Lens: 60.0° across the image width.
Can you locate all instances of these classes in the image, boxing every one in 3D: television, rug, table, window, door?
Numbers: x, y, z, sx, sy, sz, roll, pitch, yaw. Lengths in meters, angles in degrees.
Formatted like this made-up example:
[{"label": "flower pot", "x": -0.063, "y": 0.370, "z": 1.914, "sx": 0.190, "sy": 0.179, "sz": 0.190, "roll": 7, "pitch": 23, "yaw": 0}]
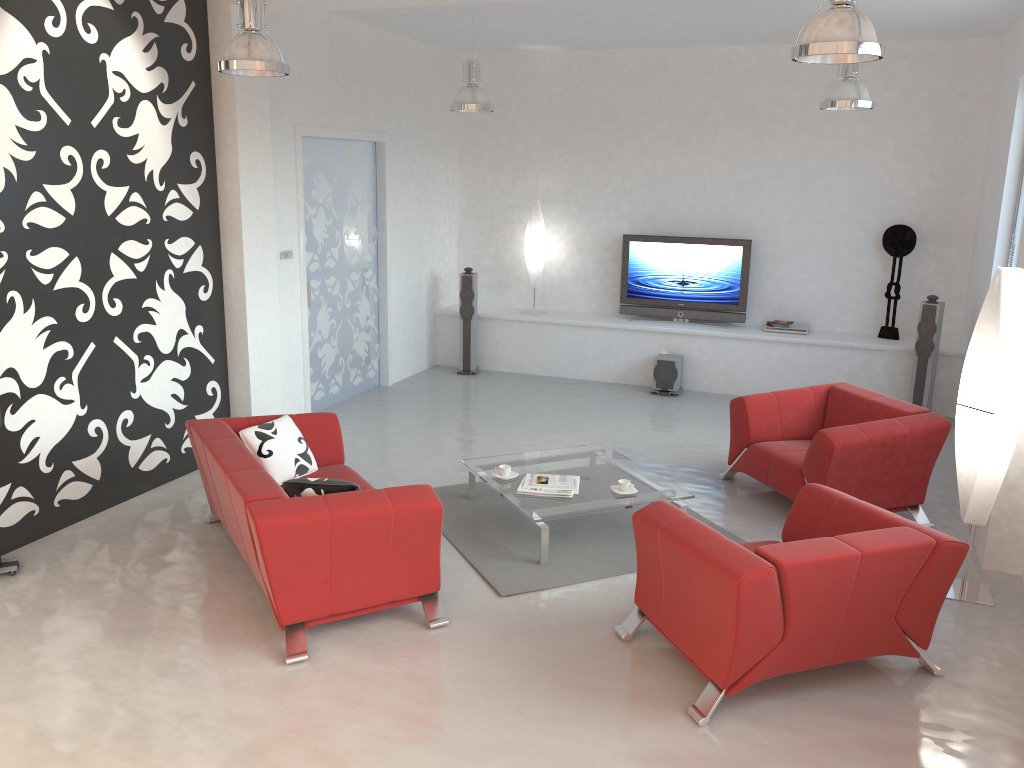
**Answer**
[{"label": "television", "x": 1.840, "y": -1.114, "z": 9.522, "sx": 1.356, "sy": 0.919, "sz": 0.343, "roll": 6, "pitch": 14, "yaw": 20}, {"label": "rug", "x": 0.372, "y": 0.882, "z": 5.811, "sx": 1.700, "sy": 0.025, "sz": 1.700, "roll": -5, "pitch": 15, "yaw": -24}, {"label": "table", "x": 0.386, "y": 0.739, "z": 5.781, "sx": 1.097, "sy": 0.286, "sz": 1.162, "roll": -5, "pitch": 15, "yaw": -24}, {"label": "window", "x": 3.684, "y": -1.262, "z": 6.028, "sx": 0.100, "sy": 1.800, "sz": 2.400, "roll": 6, "pitch": 14, "yaw": 20}, {"label": "door", "x": -1.631, "y": -1.076, "z": 8.373, "sx": 0.240, "sy": 2.550, "sz": 1.600, "roll": 6, "pitch": 14, "yaw": 20}]

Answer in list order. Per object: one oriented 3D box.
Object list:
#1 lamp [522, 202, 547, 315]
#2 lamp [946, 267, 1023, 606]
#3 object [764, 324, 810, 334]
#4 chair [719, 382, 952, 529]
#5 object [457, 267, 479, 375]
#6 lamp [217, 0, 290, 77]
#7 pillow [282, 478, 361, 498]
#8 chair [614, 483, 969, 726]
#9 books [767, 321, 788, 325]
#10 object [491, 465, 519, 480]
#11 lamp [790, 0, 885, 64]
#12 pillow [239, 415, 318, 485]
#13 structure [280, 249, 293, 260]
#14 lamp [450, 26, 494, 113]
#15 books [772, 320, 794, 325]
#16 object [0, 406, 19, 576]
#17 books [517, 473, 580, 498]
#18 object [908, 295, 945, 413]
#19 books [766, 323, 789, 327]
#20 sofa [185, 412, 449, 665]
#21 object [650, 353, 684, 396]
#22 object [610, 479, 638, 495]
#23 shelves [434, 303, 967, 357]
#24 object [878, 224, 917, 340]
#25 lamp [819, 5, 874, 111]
[{"label": "lamp", "x": 0.262, "y": -1.418, "z": 9.979, "sx": 0.263, "sy": 1.239, "sz": 0.263, "roll": 4, "pitch": 14, "yaw": 12}, {"label": "lamp", "x": 2.509, "y": 0.278, "z": 4.699, "sx": 0.313, "sy": 1.779, "sz": 0.313, "roll": 4, "pitch": 14, "yaw": 12}, {"label": "object", "x": 2.866, "y": -0.585, "z": 9.241, "sx": 0.430, "sy": 0.045, "sz": 0.352, "roll": 6, "pitch": 14, "yaw": 20}, {"label": "chair", "x": 2.181, "y": 0.466, "z": 6.127, "sx": 0.951, "sy": 0.738, "sz": 1.288, "roll": -4, "pitch": 14, "yaw": -19}, {"label": "object", "x": -0.484, "y": -0.707, "z": 9.863, "sx": 0.255, "sy": 1.184, "sz": 0.273, "roll": 2, "pitch": 14, "yaw": 5}, {"label": "lamp", "x": -1.404, "y": -2.089, "z": 4.761, "sx": 0.379, "sy": 0.800, "sz": 0.379, "roll": 4, "pitch": 14, "yaw": 13}, {"label": "pillow", "x": -0.921, "y": 0.616, "z": 4.491, "sx": 0.402, "sy": 0.343, "sz": 0.288, "roll": 4, "pitch": 14, "yaw": 13}, {"label": "chair", "x": 1.258, "y": 0.930, "z": 4.114, "sx": 1.288, "sy": 0.738, "sz": 0.951, "roll": -4, "pitch": 14, "yaw": -19}, {"label": "books", "x": 2.770, "y": -0.633, "z": 9.242, "sx": 0.190, "sy": 0.015, "sz": 0.135, "roll": 1, "pitch": 13, "yaw": 1}, {"label": "object", "x": -0.044, "y": 0.565, "z": 5.716, "sx": 0.153, "sy": 0.069, "sz": 0.153, "roll": -11, "pitch": 18, "yaw": -41}, {"label": "lamp", "x": 1.407, "y": -1.789, "z": 3.729, "sx": 0.379, "sy": 0.800, "sz": 0.379, "roll": -10, "pitch": 17, "yaw": -39}, {"label": "pillow", "x": -1.401, "y": 0.404, "z": 5.339, "sx": 0.288, "sy": 0.343, "sz": 0.402, "roll": 8, "pitch": 15, "yaw": 27}, {"label": "structure", "x": -1.877, "y": -1.076, "z": 7.387, "sx": 0.016, "sy": 0.080, "sz": 0.170, "roll": 6, "pitch": 14, "yaw": 20}, {"label": "lamp", "x": -0.334, "y": -2.722, "z": 7.491, "sx": 0.379, "sy": 0.800, "sz": 0.379, "roll": 5, "pitch": 14, "yaw": 17}, {"label": "books", "x": 2.816, "y": -0.641, "z": 9.216, "sx": 0.190, "sy": 0.015, "sz": 0.135, "roll": 9, "pitch": 16, "yaw": 30}, {"label": "object", "x": -2.845, "y": 0.503, "z": 4.769, "sx": 0.229, "sy": 1.112, "sz": 0.214, "roll": -5, "pitch": 15, "yaw": -24}, {"label": "books", "x": 0.244, "y": 0.629, "z": 5.544, "sx": 0.367, "sy": 0.035, "sz": 0.345, "roll": 4, "pitch": 14, "yaw": 10}, {"label": "object", "x": 3.855, "y": -0.243, "z": 8.265, "sx": 0.255, "sy": 1.184, "sz": 0.273, "roll": 11, "pitch": 16, "yaw": 35}, {"label": "books", "x": 2.769, "y": -0.618, "z": 9.242, "sx": 0.190, "sy": 0.015, "sz": 0.135, "roll": -2, "pitch": 14, "yaw": -14}, {"label": "sofa", "x": -1.153, "y": 0.685, "z": 4.944, "sx": 0.951, "sy": 0.738, "sz": 1.929, "roll": -6, "pitch": 15, "yaw": -28}, {"label": "object", "x": 1.618, "y": -0.096, "z": 9.211, "sx": 0.336, "sy": 0.374, "sz": 0.337, "roll": 6, "pitch": 14, "yaw": 20}, {"label": "object", "x": 0.693, "y": 0.634, "z": 5.484, "sx": 0.153, "sy": 0.069, "sz": 0.153, "roll": -2, "pitch": 14, "yaw": -12}, {"label": "shelves", "x": 1.795, "y": -0.618, "z": 9.527, "sx": 5.500, "sy": 0.050, "sz": 0.650, "roll": 6, "pitch": 14, "yaw": 20}, {"label": "object", "x": 3.793, "y": -1.009, "z": 8.783, "sx": 0.108, "sy": 1.130, "sz": 0.331, "roll": -12, "pitch": 19, "yaw": -43}, {"label": "lamp", "x": 2.476, "y": -2.422, "z": 6.460, "sx": 0.379, "sy": 0.800, "sz": 0.379, "roll": -6, "pitch": 15, "yaw": -29}]
